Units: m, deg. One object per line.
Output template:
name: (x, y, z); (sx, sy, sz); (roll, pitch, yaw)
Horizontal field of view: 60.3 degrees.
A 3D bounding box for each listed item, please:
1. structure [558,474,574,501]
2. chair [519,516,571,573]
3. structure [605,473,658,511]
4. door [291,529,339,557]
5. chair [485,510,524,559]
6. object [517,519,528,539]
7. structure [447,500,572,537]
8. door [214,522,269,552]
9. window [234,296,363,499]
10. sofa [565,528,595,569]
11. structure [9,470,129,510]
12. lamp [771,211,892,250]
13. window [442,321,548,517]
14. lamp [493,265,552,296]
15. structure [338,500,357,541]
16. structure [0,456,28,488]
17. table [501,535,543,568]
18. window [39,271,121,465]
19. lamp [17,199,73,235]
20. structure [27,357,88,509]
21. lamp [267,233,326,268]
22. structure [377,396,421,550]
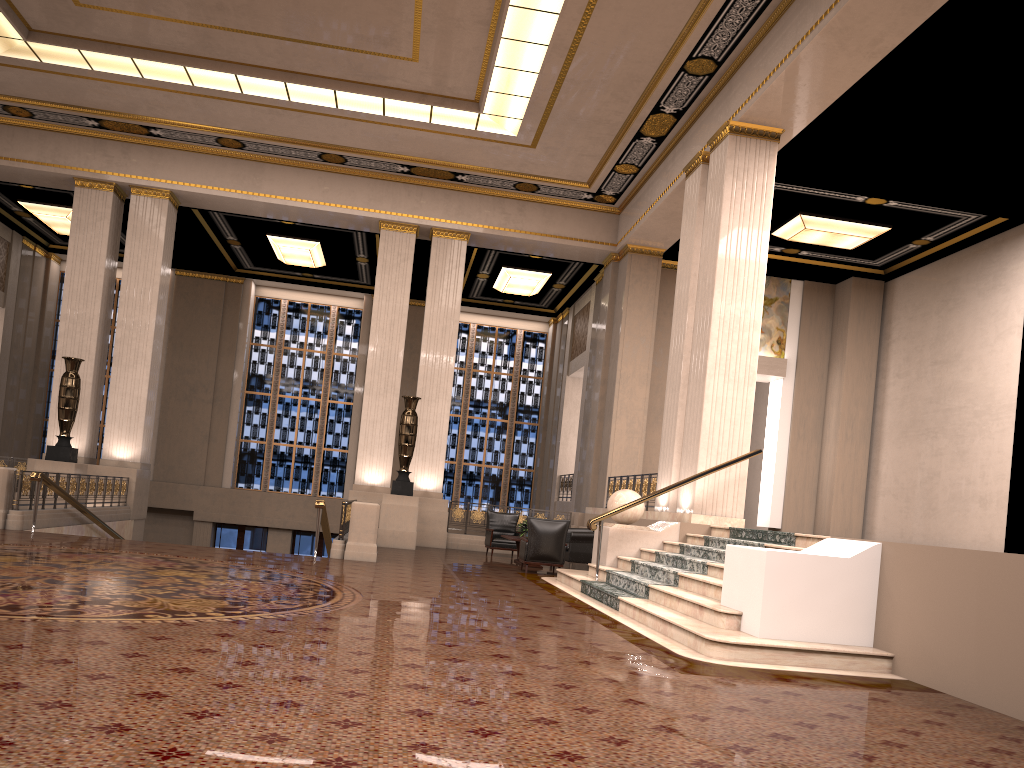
structure: (1.378, 2.556, 21.737); (0.031, 0.664, 2.170); (6, -7, -7)
chair: (0.467, 2.424, 13.242); (0.648, 0.841, 0.721); (6, -4, -7)
structure: (2.106, 1.890, 15.316); (0.032, 0.620, 3.719); (6, -8, -7)
door: (-5.344, 5.364, 24.027); (1.494, 2.716, 0.155); (6, -1, -8)
chair: (-0.151, 2.835, 16.628); (0.649, 0.841, 0.720); (7, -4, -12)
object: (0.318, 2.443, 14.980); (0.500, 0.375, 0.530); (3, -6, 25)
structure: (-0.047, 2.817, 17.934); (2.538, 0.653, 0.032); (7, -2, -8)
door: (-7.403, 5.121, 23.746); (1.494, 2.716, 0.155); (6, -1, -8)
window: (-5.893, 0.392, 24.480); (2.992, 5.342, 0.069); (6, -1, -8)
sofa: (1.208, 2.825, 15.116); (0.876, 0.702, 1.935); (6, -7, -7)
structure: (-6.881, 1.712, 14.083); (0.079, 0.533, 4.970); (6, -8, -6)
lamp: (5.724, -2.706, 15.888); (1.718, 0.213, 1.176); (7, -8, -7)
window: (-0.689, 1.007, 25.190); (2.992, 5.342, 0.069); (6, -1, -8)
lamp: (0.217, -2.468, 21.516); (1.169, 0.213, 2.030); (7, -8, -7)
structure: (-2.708, 2.205, 14.652); (0.079, 0.533, 4.969); (6, -8, -8)
structure: (-10.341, 1.601, 16.530); (2.538, 0.653, 0.032); (7, -2, -8)
table: (0.290, 2.851, 14.985); (0.840, 0.433, 1.485); (6, -7, -7)
window: (-10.923, -0.202, 23.793); (2.992, 5.342, 0.069); (6, -1, -8)
lamp: (-10.242, -3.703, 20.089); (1.169, 0.213, 2.030); (7, -8, -7)
structure: (-7.851, 0.933, 15.472); (0.701, 2.780, 0.701); (6, -2, -7)
lamp: (-5.057, -3.091, 20.797); (1.169, 0.213, 2.030); (7, -8, -7)
structure: (-2.006, 1.623, 16.269); (0.701, 2.780, 0.701); (6, -2, -7)
